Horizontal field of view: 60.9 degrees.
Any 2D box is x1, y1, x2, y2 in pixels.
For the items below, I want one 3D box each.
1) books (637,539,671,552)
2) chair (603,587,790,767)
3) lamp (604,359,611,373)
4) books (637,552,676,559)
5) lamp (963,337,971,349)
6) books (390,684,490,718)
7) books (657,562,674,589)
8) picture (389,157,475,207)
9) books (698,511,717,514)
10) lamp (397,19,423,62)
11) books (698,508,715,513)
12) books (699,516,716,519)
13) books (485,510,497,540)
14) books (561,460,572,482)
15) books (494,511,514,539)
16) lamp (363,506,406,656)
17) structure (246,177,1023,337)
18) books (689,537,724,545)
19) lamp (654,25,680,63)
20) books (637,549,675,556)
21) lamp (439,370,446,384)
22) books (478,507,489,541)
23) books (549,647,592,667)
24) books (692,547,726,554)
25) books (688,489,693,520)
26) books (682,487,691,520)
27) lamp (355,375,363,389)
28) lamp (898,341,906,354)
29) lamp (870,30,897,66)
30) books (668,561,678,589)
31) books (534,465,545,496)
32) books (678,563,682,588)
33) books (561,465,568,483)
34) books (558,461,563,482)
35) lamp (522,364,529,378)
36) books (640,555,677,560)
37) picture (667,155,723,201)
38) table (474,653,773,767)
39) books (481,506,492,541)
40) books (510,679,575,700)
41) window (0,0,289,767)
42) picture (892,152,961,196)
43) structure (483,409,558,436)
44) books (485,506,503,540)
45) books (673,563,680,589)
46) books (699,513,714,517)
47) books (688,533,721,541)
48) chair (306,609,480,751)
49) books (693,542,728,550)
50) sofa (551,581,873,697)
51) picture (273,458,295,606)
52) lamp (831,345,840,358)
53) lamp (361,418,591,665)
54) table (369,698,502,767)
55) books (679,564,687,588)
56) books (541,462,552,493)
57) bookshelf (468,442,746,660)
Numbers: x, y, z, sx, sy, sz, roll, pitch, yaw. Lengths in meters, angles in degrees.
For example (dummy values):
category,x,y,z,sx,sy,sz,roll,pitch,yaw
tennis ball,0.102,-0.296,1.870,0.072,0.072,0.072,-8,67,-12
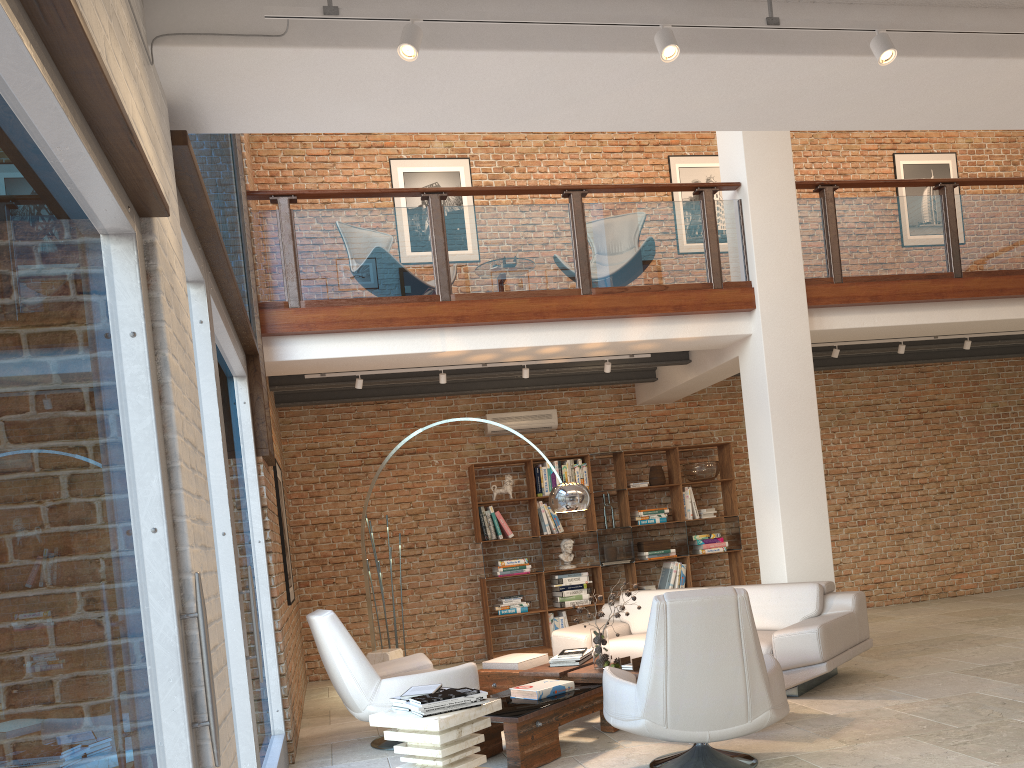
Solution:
category,x,y,z,sx,sy,sz,roll,pitch,yaw
books,1.638,1.866,10.055,0.334,0.117,0.217,-4,-8,-12
chair,0.988,1.570,4.656,1.029,1.006,0.981,-6,-5,4
lamp,0.867,-0.160,7.913,0.060,0.114,0.096,-6,-4,-6
books,1.669,1.982,10.087,0.378,0.036,0.249,-3,-10,-17
lamp,4.535,-0.398,8.685,0.060,0.128,0.087,-6,-3,-11
books,-0.418,1.668,4.637,0.387,0.078,0.579,-1,-11,-28
books,1.777,2.249,10.104,0.162,0.368,0.247,-6,-3,-13
picture,-0.864,-1.941,9.787,0.910,1.186,0.027,-5,0,-12
books,2.272,1.506,10.195,0.170,0.018,0.240,-4,-10,-9
lamp,-0.291,-0.986,2.496,0.060,0.128,0.087,-7,-3,37
books,2.262,1.480,10.189,0.132,0.033,0.210,-2,-10,-22
books,2.275,1.560,10.206,0.170,0.018,0.240,-5,-10,-5
books,-0.257,1.574,9.694,0.102,0.330,0.258,-6,-3,-13
books,0.628,1.063,9.874,0.036,0.380,0.247,-6,-2,-13
books,-0.111,1.571,9.716,0.194,0.315,0.258,-5,-4,-13
lamp,-1.259,2.118,8.759,0.414,1.804,0.202,-6,0,-42
structure,3.739,-0.470,3.667,10.120,4.087,14.110,-4,-9,-12
books,2.270,1.843,10.210,0.325,0.055,0.259,-4,-10,-12
lamp,0.469,-1.043,2.651,0.060,0.120,0.087,-6,-3,-11
books,1.659,1.940,10.050,0.378,0.036,0.249,-4,-10,-13
lamp,-0.603,-0.062,7.589,0.060,0.120,0.087,-6,-3,-11
books,-0.340,1.550,9.649,0.091,0.381,0.247,-6,-2,-13
books,0.436,2.013,6.435,0.252,0.073,0.404,-9,-10,19
books,2.303,1.951,10.205,0.325,0.055,0.259,-4,-10,-10
books,2.025,1.408,10.152,0.020,0.355,0.275,-6,-3,-13
books,1.998,1.395,10.137,0.036,0.380,0.247,-6,-2,-13
lamp,-1.305,-0.012,7.437,0.059,0.128,0.087,-5,-3,-43
lamp,3.811,-0.350,8.531,0.060,0.128,0.087,-6,-3,-11
lamp,1.194,-1.086,2.806,0.060,0.128,0.087,-6,-3,-11
books,1.822,2.241,10.090,0.160,0.369,0.247,-6,-3,-13
books,0.308,1.096,9.801,0.020,0.355,0.275,-6,-3,-13
books,1.891,2.251,10.124,0.097,0.351,0.275,-6,-3,-13
books,0.571,1.089,9.832,0.055,0.326,0.258,-6,-3,-13
books,0.519,1.068,9.837,0.036,0.380,0.247,-6,-2,-13
lamp,0.121,-0.106,7.744,0.060,0.128,0.087,-6,-3,-11
books,1.688,2.007,10.076,0.354,0.020,0.277,-3,-10,-14
picture,2.360,-2.155,10.474,0.910,1.186,0.027,-5,0,-12
table,0.423,2.117,5.826,2.239,0.424,1.970,-13,-12,38
books,-0.306,1.549,9.664,0.091,0.381,0.247,-6,-2,-13
books,0.191,1.925,5.498,0.326,0.056,0.259,3,-13,-42
window,-1.290,-1.330,2.084,0.645,6.313,12.556,-6,-8,-13
picture,5.313,-2.351,11.104,0.910,1.186,0.027,-5,0,-12
structure,0.100,0.436,9.873,0.810,0.217,0.203,-4,-5,-12
books,-0.199,1.542,9.674,0.121,0.378,0.247,-6,-3,-13
books,1.873,2.248,10.110,0.097,0.351,0.275,-6,-3,-13
books,2.268,1.532,10.190,0.132,0.033,0.209,-5,-10,-3
books,2.248,1.789,10.206,0.326,0.055,0.259,-6,-9,-2
chair,-0.865,2.012,6.071,0.978,0.988,1.044,-3,-6,-28
books,2.322,1.894,10.210,0.325,0.055,0.260,-3,-10,-17
sofa,1.571,2.061,7.113,2.364,0.748,1.143,-13,-10,37
picture,-1.938,1.272,7.420,0.027,1.184,0.925,-6,-3,-13
lamp,3.109,-0.304,8.378,0.059,0.128,0.087,-5,-3,-43
lamp,-0.297,1.429,6.914,2.050,2.330,0.317,-8,0,24
table,-0.376,1.946,4.583,0.502,0.499,0.494,-10,-6,37
books,1.938,2.253,10.119,0.116,0.330,0.258,-6,-3,-13
books,0.392,1.075,9.805,0.036,0.380,0.247,-6,-2,-13
bookshelf,1.129,1.887,9.936,3.023,2.182,0.368,-5,0,-12
